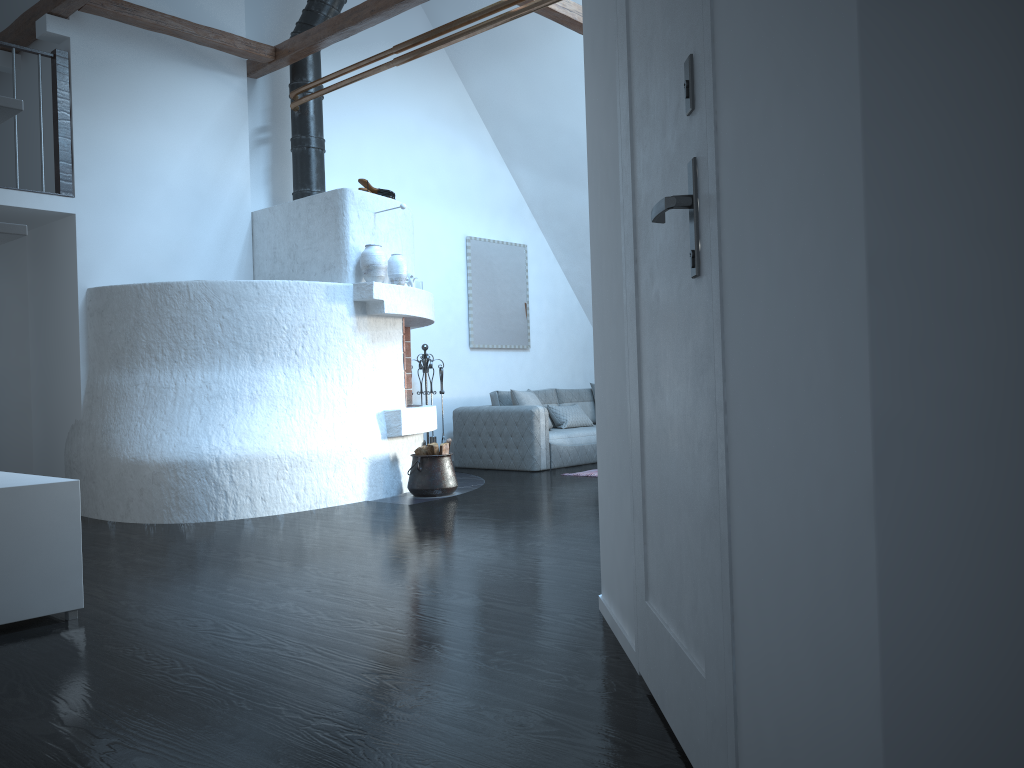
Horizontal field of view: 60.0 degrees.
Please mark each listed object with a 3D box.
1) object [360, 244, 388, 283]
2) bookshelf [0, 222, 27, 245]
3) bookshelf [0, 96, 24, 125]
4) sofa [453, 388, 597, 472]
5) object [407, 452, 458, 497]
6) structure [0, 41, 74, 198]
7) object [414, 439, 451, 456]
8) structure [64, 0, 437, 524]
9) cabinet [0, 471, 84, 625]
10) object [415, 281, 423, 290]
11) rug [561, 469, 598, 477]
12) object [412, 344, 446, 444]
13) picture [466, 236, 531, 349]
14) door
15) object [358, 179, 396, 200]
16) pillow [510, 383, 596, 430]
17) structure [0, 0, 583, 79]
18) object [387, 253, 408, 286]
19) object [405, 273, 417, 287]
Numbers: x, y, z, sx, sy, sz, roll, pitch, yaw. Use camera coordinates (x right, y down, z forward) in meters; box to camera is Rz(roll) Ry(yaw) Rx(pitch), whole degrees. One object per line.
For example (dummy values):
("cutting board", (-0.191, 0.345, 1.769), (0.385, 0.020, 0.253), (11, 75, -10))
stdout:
("object", (-1.024, -0.872, 6.579), (0.203, 0.314, 0.203), (-2, 0, 25))
("bookshelf", (-2.423, -0.520, 3.450), (1.471, 0.038, 0.478), (-2, 0, 42))
("bookshelf", (-2.437, -0.962, 3.451), (1.471, 0.038, 0.478), (-2, 0, 42))
("sofa", (0.598, 0.425, 9.464), (1.107, 0.770, 2.458), (-2, 0, 42))
("object", (-0.606, 0.688, 6.747), (0.384, 0.313, 0.384), (-2, 0, -22))
("structure", (-3.491, -0.698, 5.348), (0.781, 3.267, 1.897), (-2, 0, 42))
("object", (-0.603, 0.605, 6.725), (0.270, 0.370, 0.240), (-2, 0, 41))
("structure", (-2.145, -1.448, 7.422), (3.058, 4.752, 3.049), (-2, 0, -40))
("cabinet", (-2.323, 0.630, 3.516), (1.469, 0.507, 0.638), (-2, 0, 42))
("object", (-0.856, -0.841, 8.083), (0.092, 0.180, 0.092), (-2, 0, -20))
("rug", (1.858, 0.754, 8.316), (1.512, 0.029, 2.647), (-2, 0, 42))
("object", (-0.818, 0.234, 8.524), (0.376, 1.245, 0.376), (-2, 0, 22))
("picture", (-0.137, -0.989, 9.777), (0.025, 1.185, 0.965), (-2, 0, 42))
("door", (0.350, -0.249, 1.968), (0.170, 2.074, 0.974), (-2, 0, -2))
("object", (-1.077, -1.503, 7.076), (0.311, 0.094, 0.783), (-2, 0, 27))
("pillow", (0.678, 0.245, 9.415), (0.444, 0.515, 2.075), (-2, 0, 42))
("structure", (1.593, -3.007, 3.967), (10.230, 3.562, 15.910), (-2, 0, -43))
("object", (-0.876, -0.857, 6.795), (0.158, 0.274, 0.158), (-2, 0, -9))
("object", (-0.807, -0.813, 6.968), (0.064, 0.114, 0.161), (-2, 0, 44))
